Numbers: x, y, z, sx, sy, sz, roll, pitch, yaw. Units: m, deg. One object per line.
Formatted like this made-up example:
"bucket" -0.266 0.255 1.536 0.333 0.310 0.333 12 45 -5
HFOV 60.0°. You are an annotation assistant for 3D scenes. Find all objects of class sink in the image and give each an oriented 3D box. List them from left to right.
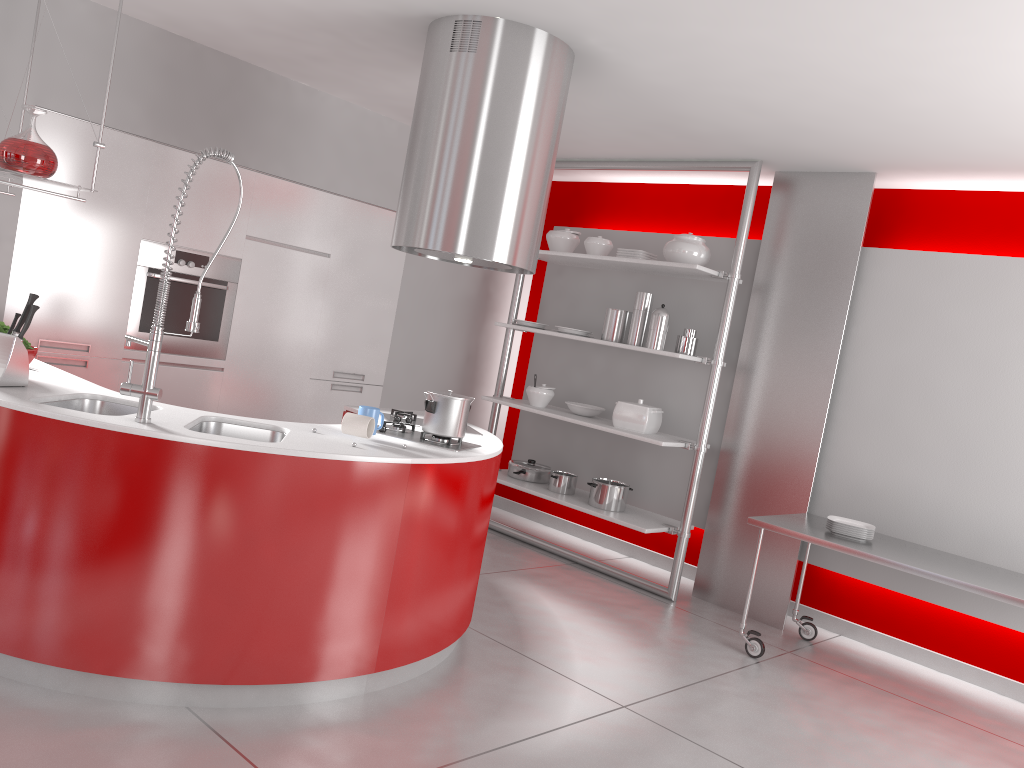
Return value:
"sink" -1.444 0.173 3.064 0.326 0.172 0.428 11 3 3
"sink" -0.965 0.259 3.089 0.326 0.172 0.428 10 3 -9

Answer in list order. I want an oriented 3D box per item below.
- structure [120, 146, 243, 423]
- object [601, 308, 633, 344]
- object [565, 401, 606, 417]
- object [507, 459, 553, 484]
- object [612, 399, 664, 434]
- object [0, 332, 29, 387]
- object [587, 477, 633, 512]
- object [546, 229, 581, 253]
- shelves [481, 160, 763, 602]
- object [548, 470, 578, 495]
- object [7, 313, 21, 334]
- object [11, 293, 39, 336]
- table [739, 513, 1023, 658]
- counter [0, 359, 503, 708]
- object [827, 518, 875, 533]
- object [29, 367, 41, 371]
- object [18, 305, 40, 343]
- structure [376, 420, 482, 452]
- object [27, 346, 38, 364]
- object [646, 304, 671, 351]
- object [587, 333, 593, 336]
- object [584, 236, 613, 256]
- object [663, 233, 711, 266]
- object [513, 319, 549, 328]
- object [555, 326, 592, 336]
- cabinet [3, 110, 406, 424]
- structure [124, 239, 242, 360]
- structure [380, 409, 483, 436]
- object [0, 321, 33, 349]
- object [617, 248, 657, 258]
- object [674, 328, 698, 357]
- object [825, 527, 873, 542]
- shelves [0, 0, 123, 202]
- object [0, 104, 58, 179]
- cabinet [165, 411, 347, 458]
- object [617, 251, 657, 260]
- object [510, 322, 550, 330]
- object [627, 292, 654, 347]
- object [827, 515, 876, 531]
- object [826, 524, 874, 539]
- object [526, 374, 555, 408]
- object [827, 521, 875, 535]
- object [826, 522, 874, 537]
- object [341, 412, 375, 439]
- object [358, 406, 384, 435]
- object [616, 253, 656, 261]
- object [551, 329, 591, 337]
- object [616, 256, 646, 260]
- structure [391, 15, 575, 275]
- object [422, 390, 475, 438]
"structure" -1.105 -0.333 2.900 0.308 0.920 0.178 10 3 -4
"object" 0.656 -0.362 5.580 0.172 0.205 0.184 7 4 -43
"object" 0.479 0.176 5.869 0.272 0.072 0.272 11 3 6
"object" 0.089 0.582 6.074 0.407 0.130 0.308 8 4 -40
"object" 0.778 0.191 5.475 0.282 0.197 0.235 12 4 32
"object" -1.757 -0.087 3.079 0.091 0.178 0.137 11 3 15
"object" 0.604 0.691 5.539 0.240 0.161 0.259 12 4 25
"object" 0.338 -0.953 5.959 0.231 0.191 0.231 10 3 -7
"shelves" 0.572 -0.145 5.707 1.735 2.599 0.535 13 4 42
"object" 0.332 0.646 5.806 0.182 0.122 0.196 10 3 0
"object" -1.766 -0.153 3.100 0.009 0.197 0.091 11 3 13
"object" -1.736 -0.162 3.101 0.014 0.322 0.150 11 3 13
"table" 1.945 1.168 4.200 1.627 0.682 0.749 13 4 43
"counter" -1.459 0.477 3.637 2.865 0.880 1.868 10 3 -14
"object" 1.688 0.709 4.424 0.228 0.020 0.228 12 4 24
"object" -2.067 -0.092 3.647 0.375 0.008 0.041 11 3 19
"object" -1.715 -0.141 3.086 0.012 0.279 0.130 11 3 13
"structure" -0.379 0.205 3.677 0.457 0.037 0.303 11 3 17
"object" -1.895 -0.091 3.291 0.229 0.118 0.228 11 3 13
"object" 0.872 -0.339 5.257 0.115 0.274 0.115 13 4 35
"object" 0.427 -0.344 6.011 0.244 0.042 0.244 13 4 34
"object" 0.558 -0.882 5.756 0.192 0.153 0.192 8 4 -34
"object" 1.060 -0.803 5.369 0.287 0.222 0.287 10 3 -4
"object" 0.126 -0.398 5.988 0.244 0.042 0.244 12 4 26
"object" 0.393 -0.334 5.722 0.244 0.042 0.244 12 4 26
"cabinet" -1.875 -0.282 5.376 0.614 2.026 2.398 13 4 42
"structure" -1.810 -0.452 4.931 0.050 0.589 0.599 13 4 42
"structure" -0.386 0.174 4.211 0.457 0.037 0.303 9 3 -18
"object" -1.877 -0.141 3.282 0.193 0.182 0.198 7 4 -42
"object" 0.786 -0.814 5.572 0.200 0.030 0.200 13 4 42
"object" 1.054 -0.251 5.338 0.127 0.157 0.127 8 4 -37
"object" 1.681 0.749 4.426 0.228 0.020 0.228 12 4 24
"shelves" -2.014 -1.300 3.562 0.934 1.023 0.462 13 4 42
"object" -1.851 -0.927 3.401 0.213 0.266 0.213 9 3 -20
"cabinet" -1.621 0.403 3.846 1.875 0.761 1.025 10 3 -3
"object" 0.783 -0.799 5.573 0.200 0.030 0.200 13 4 42
"object" 0.124 -0.384 5.988 0.280 0.015 0.280 10 3 -11
"object" 0.784 -0.391 5.409 0.109 0.329 0.110 13 4 40
"object" 1.690 0.699 4.423 0.228 0.020 0.228 12 4 24
"object" 1.683 0.739 4.425 0.228 0.020 0.228 12 4 24
"object" 0.191 0.047 5.943 0.192 0.214 0.192 12 4 29
"object" 1.687 0.719 4.424 0.228 0.020 0.228 12 4 24
"object" 1.685 0.729 4.425 0.228 0.020 0.228 12 4 24
"object" -0.561 0.152 3.269 0.100 0.080 0.109 11 3 12
"object" -0.547 0.139 3.398 0.080 0.100 0.109 11 3 15
"object" 0.781 -0.784 5.574 0.200 0.030 0.200 13 4 42
"object" 0.390 -0.320 5.723 0.280 0.015 0.280 9 3 -18
"object" 0.778 -0.768 5.575 0.200 0.030 0.200 13 4 42
"structure" -0.130 -1.008 3.882 0.644 0.958 0.644 11 3 8
"object" -0.267 0.116 3.639 0.189 0.185 0.218 11 3 4
